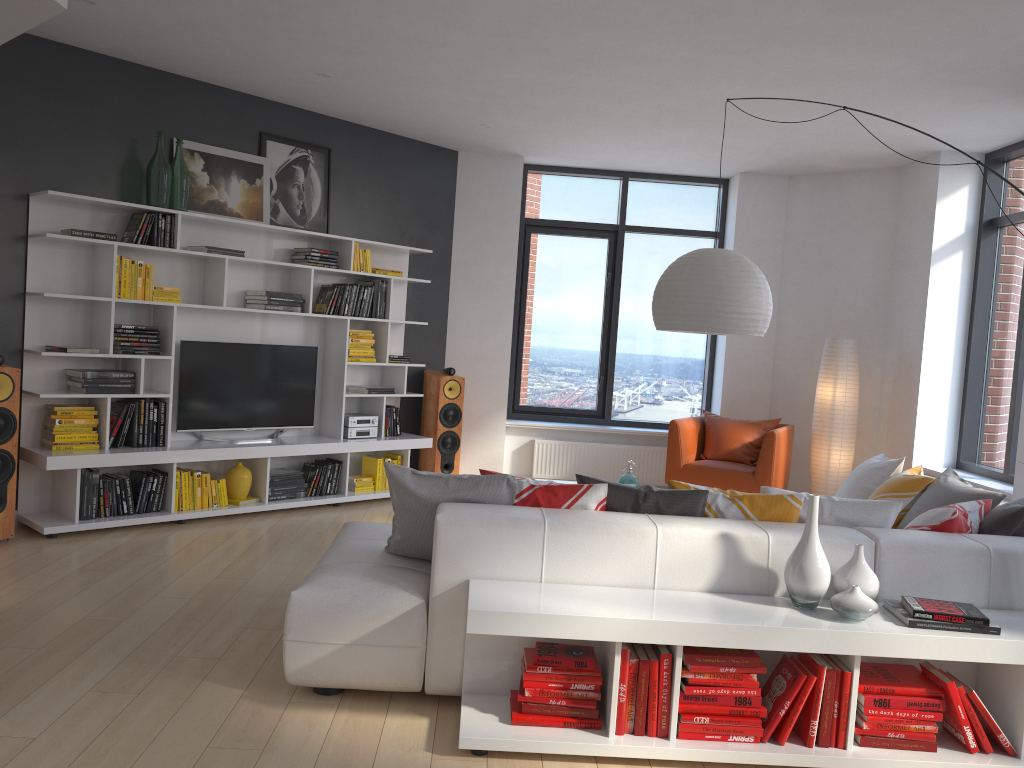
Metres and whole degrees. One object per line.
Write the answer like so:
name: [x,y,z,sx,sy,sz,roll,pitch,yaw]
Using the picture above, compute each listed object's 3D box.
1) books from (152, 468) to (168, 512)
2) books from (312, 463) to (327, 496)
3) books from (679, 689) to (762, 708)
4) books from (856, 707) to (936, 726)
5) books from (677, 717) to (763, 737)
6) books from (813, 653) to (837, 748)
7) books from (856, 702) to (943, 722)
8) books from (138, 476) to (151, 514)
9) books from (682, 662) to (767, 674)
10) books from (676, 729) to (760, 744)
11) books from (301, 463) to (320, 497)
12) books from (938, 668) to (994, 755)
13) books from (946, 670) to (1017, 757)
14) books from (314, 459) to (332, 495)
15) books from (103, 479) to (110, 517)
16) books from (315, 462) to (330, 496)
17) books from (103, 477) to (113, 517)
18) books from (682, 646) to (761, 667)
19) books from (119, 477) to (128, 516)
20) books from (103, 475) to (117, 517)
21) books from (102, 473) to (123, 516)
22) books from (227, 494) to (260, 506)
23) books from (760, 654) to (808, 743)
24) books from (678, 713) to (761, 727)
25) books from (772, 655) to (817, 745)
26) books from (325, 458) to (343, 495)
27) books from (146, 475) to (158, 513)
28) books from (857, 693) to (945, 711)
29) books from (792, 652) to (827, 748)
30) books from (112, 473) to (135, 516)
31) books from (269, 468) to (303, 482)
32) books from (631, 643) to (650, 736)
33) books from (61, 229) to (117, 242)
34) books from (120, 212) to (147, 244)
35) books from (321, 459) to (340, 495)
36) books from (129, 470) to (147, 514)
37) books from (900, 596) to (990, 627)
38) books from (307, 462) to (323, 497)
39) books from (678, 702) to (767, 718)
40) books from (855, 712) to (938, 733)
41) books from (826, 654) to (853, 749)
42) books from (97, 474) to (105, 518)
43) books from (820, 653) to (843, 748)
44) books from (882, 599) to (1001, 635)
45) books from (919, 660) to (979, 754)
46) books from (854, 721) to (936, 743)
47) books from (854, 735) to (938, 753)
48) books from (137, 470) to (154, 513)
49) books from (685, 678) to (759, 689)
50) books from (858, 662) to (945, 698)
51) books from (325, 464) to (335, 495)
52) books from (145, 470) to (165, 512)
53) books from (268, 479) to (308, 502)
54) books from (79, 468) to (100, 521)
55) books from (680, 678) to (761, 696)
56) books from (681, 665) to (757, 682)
books: [-2.362,0.702,5.886,0.197,0.260,0.066,7,4,43]
books: [-1.505,0.728,6.770,0.169,0.233,0.081,7,4,42]
books: [0.695,1.053,3.073,0.279,0.039,0.206,4,3,-1]
books: [1.309,1.132,3.074,0.236,0.023,0.178,4,3,-2]
books: [0.694,1.146,3.037,0.282,0.030,0.188,4,3,-1]
books: [1.050,1.076,3.063,0.038,0.270,0.215,4,3,-2]
books: [1.320,1.107,3.078,0.261,0.027,0.191,4,3,2]
books: [-2.428,0.713,5.780,0.172,0.242,0.069,7,4,44]
books: [0.710,0.948,3.048,0.266,0.026,0.187,3,3,-7]
books: [0.688,1.173,3.055,0.274,0.029,0.200,4,3,-2]
books: [-1.556,0.726,6.729,0.182,0.234,0.104,7,4,43]
books: [1.561,1.129,3.072,0.148,0.232,0.171,4,3,0]
books: [1.616,1.139,3.074,0.186,0.223,0.188,4,3,-2]
books: [-1.475,0.716,6.821,0.192,0.254,0.075,7,4,42]
books: [-2.605,0.712,5.614,0.189,0.240,0.053,7,4,43]
books: [-1.472,0.726,6.787,0.172,0.242,0.069,7,4,44]
books: [-2.584,0.713,5.627,0.170,0.236,0.049,7,4,43]
books: [0.694,0.917,3.054,0.259,0.034,0.206,4,3,-5]
books: [-2.525,0.711,5.683,0.177,0.242,0.066,7,4,43]
books: [-2.563,0.710,5.637,0.169,0.242,0.050,7,4,42]
books: [-2.551,0.704,5.666,0.193,0.255,0.066,7,4,43]
books: [-1.966,0.821,6.324,0.270,0.029,0.204,5,3,28]
books: [0.907,1.078,3.050,0.144,0.247,0.188,4,3,-2]
books: [0.694,1.118,3.039,0.266,0.026,0.187,4,3,-2]
books: [0.948,1.081,3.044,0.115,0.245,0.192,4,3,-2]
books: [-1.407,0.715,6.892,0.197,0.260,0.066,7,4,43]
books: [-2.402,0.710,5.825,0.179,0.243,0.071,7,4,42]
books: [1.319,1.073,3.092,0.279,0.039,0.206,4,3,-3]
books: [1.012,1.070,3.045,0.046,0.282,0.199,4,3,-2]
books: [-2.504,0.707,5.710,0.191,0.249,0.083,7,4,43]
books: [-1.750,0.674,6.591,0.250,0.047,0.310,6,4,38]
books: [0.430,1.040,3.053,0.034,0.259,0.207,4,3,-2]
books: [-2.624,-0.917,5.499,0.268,0.046,0.208,1,4,-43]
books: [-2.437,-0.999,5.710,0.166,0.213,0.096,7,4,41]
books: [-1.430,0.719,6.867,0.191,0.249,0.084,7,4,43]
books: [-2.463,0.701,5.783,0.197,0.260,0.066,7,4,43]
books: [1.482,0.780,3.046,0.238,0.027,0.188,4,3,11]
books: [-1.536,0.727,6.757,0.187,0.234,0.096,7,4,43]
books: [0.699,1.089,3.074,0.301,0.032,0.227,4,3,-2]
books: [1.309,1.155,3.084,0.257,0.025,0.182,4,3,-2]
books: [1.108,1.082,3.041,0.028,0.269,0.181,4,3,-2]
books: [-2.629,0.695,5.592,0.202,0.268,0.053,7,4,43]
books: [1.080,1.082,3.055,0.028,0.266,0.188,4,3,-2]
books: [1.480,0.805,3.073,0.300,0.026,0.245,4,3,3]
books: [1.514,1.117,3.077,0.134,0.248,0.192,4,3,-2]
books: [1.297,1.180,3.078,0.266,0.026,0.187,4,3,4]
books: [1.304,1.210,3.088,0.259,0.034,0.206,4,3,1]
books: [-2.429,0.704,5.815,0.192,0.254,0.075,7,4,42]
books: [0.706,0.997,3.049,0.236,0.023,0.178,4,3,-2]
books: [1.314,1.036,3.114,0.301,0.032,0.227,4,3,-2]
books: [-1.452,0.724,6.837,0.179,0.243,0.068,7,4,42]
books: [-2.384,0.707,5.861,0.191,0.249,0.084,7,4,43]
books: [-1.736,0.768,6.586,0.277,0.137,0.343,6,4,38]
books: [-2.692,0.672,5.529,0.259,0.321,0.128,7,4,43]
books: [0.695,1.021,3.055,0.261,0.027,0.191,4,3,-6]
books: [0.689,0.972,3.055,0.257,0.025,0.182,4,3,-2]
